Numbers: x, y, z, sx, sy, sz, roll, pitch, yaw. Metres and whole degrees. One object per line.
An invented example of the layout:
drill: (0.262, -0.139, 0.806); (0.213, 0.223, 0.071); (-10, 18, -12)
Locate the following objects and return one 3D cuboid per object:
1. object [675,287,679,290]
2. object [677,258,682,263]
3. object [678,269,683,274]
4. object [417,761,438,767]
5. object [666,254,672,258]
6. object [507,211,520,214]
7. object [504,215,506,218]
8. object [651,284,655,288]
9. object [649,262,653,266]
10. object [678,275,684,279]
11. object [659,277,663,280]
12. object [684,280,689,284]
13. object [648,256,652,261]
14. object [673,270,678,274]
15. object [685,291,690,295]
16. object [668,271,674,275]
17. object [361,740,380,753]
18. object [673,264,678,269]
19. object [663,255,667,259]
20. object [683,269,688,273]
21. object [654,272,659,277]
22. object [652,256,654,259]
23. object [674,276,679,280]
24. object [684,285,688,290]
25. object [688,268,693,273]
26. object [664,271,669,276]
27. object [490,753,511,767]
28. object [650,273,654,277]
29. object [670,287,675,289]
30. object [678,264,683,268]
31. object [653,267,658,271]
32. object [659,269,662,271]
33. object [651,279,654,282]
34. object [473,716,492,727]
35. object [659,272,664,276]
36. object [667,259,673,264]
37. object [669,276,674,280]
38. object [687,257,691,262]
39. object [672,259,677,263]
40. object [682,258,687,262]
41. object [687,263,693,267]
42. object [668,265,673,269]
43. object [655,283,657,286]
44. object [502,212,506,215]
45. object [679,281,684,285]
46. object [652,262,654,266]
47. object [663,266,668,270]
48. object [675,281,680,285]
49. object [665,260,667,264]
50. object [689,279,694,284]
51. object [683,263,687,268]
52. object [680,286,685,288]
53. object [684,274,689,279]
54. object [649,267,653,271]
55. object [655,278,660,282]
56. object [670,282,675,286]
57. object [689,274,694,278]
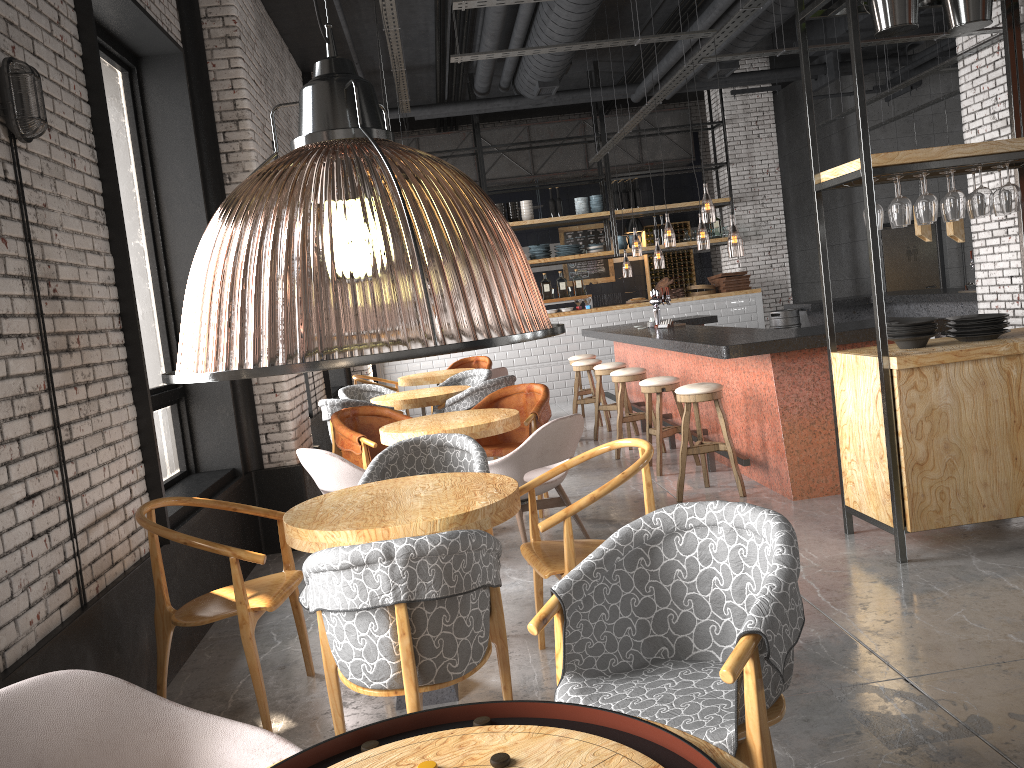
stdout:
object: (3.154, -1.817, 16.889); (0.079, 0.079, 0.281); (-7, 5, -4)
object: (3.187, -2.346, 16.826); (0.079, 0.079, 0.284); (-7, 5, -4)
object: (3.211, -2.139, 16.859); (0.079, 0.079, 0.284); (-7, 5, -4)
object: (-0.129, 0.587, 1.353); (0.032, 0.010, 0.032); (-12, 7, -43)
object: (2.985, -2.429, 16.839); (0.079, 0.079, 0.284); (-7, 5, -4)
object: (0.025, -2.616, 13.678); (0.197, 0.107, 0.196); (-10, 6, -33)
object: (-0.184, -2.545, 13.670); (0.197, 0.104, 0.196); (-11, 6, -40)
object: (2.676, -1.860, 16.822); (0.079, 0.079, 0.281); (-7, 5, -4)
object: (2.624, -2.278, 16.819); (0.079, 0.079, 0.284); (-7, 5, -4)
object: (3.224, -2.035, 16.866); (0.079, 0.079, 0.281); (-7, 5, -4)
object: (2.850, -1.988, 16.838); (0.079, 0.079, 0.281); (-7, 5, -4)
object: (3.328, -1.944, 16.895); (0.079, 0.079, 0.281); (-7, 5, -4)
object: (2.614, -2.380, 16.787); (0.079, 0.079, 0.284); (-7, 5, -4)
object: (3.116, -2.129, 16.872); (0.079, 0.079, 0.284); (-7, 5, -4)
object: (3.353, -1.736, 16.910); (0.079, 0.079, 0.281); (-7, 5, -4)
object: (3.024, -2.116, 16.845); (0.079, 0.079, 0.284); (-7, 5, -4)
object: (-0.234, 0.601, 1.467); (0.032, 0.010, 0.032); (-12, 7, -43)
object: (3.104, -2.233, 16.860); (0.079, 0.079, 0.284); (-7, 5, -4)
object: (2.891, -2.417, 16.836); (0.079, 0.079, 0.284); (-7, 5, -4)
object: (3.303, -2.152, 16.882); (0.079, 0.079, 0.284); (-7, 5, -4)
object: (2.744, -2.080, 16.825); (0.079, 0.079, 0.284); (-7, 5, -4)
object: (2.708, -2.390, 16.780); (0.079, 0.079, 0.284); (-7, 5, -4)
object: (3.129, -2.025, 16.874); (0.079, 0.079, 0.281); (-7, 5, -4)
object: (3.344, -1.838, 16.868); (0.079, 0.079, 0.281); (-7, 5, -4)
object: (3.399, -2.162, 16.854); (0.079, 0.079, 0.284); (-7, 5, -4)
object: (2.931, -2.104, 16.838); (0.079, 0.079, 0.284); (-7, 5, -4)
object: (-0.018, 0.574, 1.351); (0.032, 0.010, 0.032); (-12, 7, -43)
object: (2.652, -2.066, 16.795); (0.079, 0.079, 0.284); (-7, 5, -4)
object: (3.062, -1.804, 16.866); (0.079, 0.079, 0.281); (-7, 5, -4)
object: (3.200, -2.241, 16.829); (0.079, 0.079, 0.284); (-7, 5, -4)
object: (2.730, -2.186, 16.837); (0.079, 0.079, 0.284); (-7, 5, -4)
object: (2.823, -2.197, 16.839); (0.079, 0.079, 0.284); (-7, 5, -4)
object: (2.662, -1.966, 16.839); (0.079, 0.079, 0.281); (-7, 5, -4)
object: (-0.050, 0.576, 1.506); (0.032, 0.010, 0.032); (-12, 7, -43)
object: (2.838, -2.091, 16.823); (0.079, 0.079, 0.284); (-7, 5, -4)
object: (3.001, -2.322, 16.808); (0.079, 0.079, 0.284); (-7, 5, -4)
object: (3.037, -2.012, 16.852); (0.079, 0.079, 0.281); (-7, 5, -4)
object: (3.371, -2.373, 16.878); (0.079, 0.079, 0.284); (-7, 5, -4)
object: (3.092, -2.335, 16.838); (0.079, 0.079, 0.284); (-7, 5, -4)
object: (3.279, -2.359, 16.852); (0.079, 0.079, 0.284); (-7, 5, -4)
object: (3.385, -2.267, 16.866); (0.079, 0.079, 0.284); (-7, 5, -4)
object: (3.013, -2.218, 16.819); (0.079, 0.079, 0.284); (-7, 5, -4)
object: (2.770, -1.870, 16.815); (0.079, 0.079, 0.281); (-7, 5, -4)
object: (-0.187, -2.589, 13.667); (0.196, 0.102, 0.197); (-5, 5, 25)
object: (3.235, -1.933, 16.893); (0.079, 0.079, 0.281); (-7, 5, -4)
object: (2.719, -2.288, 16.810); (0.079, 0.079, 0.284); (-7, 5, -4)
object: (2.920, -2.206, 16.808); (0.079, 0.079, 0.284); (-7, 5, -4)
object: (3.143, -1.920, 16.866); (0.079, 0.079, 0.281); (-7, 5, -4)
object: (2.906, -2.312, 16.824); (0.079, 0.079, 0.284); (-7, 5, -4)
object: (3.421, -1.956, 16.903); (0.079, 0.079, 0.281); (-7, 5, -4)
object: (3.290, -2.256, 16.875); (0.079, 0.079, 0.284); (-7, 5, -4)
object: (3.247, -1.829, 16.896); (0.079, 0.079, 0.281); (-7, 5, -4)
object: (3.319, -2.045, 16.850); (0.079, 0.079, 0.281); (-7, 5, -4)
object: (2.638, -2.172, 16.810); (0.079, 0.079, 0.284); (-7, 5, -4)
object: (2.758, -1.975, 16.812); (0.079, 0.079, 0.281); (-7, 5, -4)
object: (3.050, -1.907, 16.850); (0.079, 0.079, 0.281); (-7, 5, -4)
object: (3.410, -2.059, 16.880); (0.079, 0.079, 0.281); (-7, 5, -4)
